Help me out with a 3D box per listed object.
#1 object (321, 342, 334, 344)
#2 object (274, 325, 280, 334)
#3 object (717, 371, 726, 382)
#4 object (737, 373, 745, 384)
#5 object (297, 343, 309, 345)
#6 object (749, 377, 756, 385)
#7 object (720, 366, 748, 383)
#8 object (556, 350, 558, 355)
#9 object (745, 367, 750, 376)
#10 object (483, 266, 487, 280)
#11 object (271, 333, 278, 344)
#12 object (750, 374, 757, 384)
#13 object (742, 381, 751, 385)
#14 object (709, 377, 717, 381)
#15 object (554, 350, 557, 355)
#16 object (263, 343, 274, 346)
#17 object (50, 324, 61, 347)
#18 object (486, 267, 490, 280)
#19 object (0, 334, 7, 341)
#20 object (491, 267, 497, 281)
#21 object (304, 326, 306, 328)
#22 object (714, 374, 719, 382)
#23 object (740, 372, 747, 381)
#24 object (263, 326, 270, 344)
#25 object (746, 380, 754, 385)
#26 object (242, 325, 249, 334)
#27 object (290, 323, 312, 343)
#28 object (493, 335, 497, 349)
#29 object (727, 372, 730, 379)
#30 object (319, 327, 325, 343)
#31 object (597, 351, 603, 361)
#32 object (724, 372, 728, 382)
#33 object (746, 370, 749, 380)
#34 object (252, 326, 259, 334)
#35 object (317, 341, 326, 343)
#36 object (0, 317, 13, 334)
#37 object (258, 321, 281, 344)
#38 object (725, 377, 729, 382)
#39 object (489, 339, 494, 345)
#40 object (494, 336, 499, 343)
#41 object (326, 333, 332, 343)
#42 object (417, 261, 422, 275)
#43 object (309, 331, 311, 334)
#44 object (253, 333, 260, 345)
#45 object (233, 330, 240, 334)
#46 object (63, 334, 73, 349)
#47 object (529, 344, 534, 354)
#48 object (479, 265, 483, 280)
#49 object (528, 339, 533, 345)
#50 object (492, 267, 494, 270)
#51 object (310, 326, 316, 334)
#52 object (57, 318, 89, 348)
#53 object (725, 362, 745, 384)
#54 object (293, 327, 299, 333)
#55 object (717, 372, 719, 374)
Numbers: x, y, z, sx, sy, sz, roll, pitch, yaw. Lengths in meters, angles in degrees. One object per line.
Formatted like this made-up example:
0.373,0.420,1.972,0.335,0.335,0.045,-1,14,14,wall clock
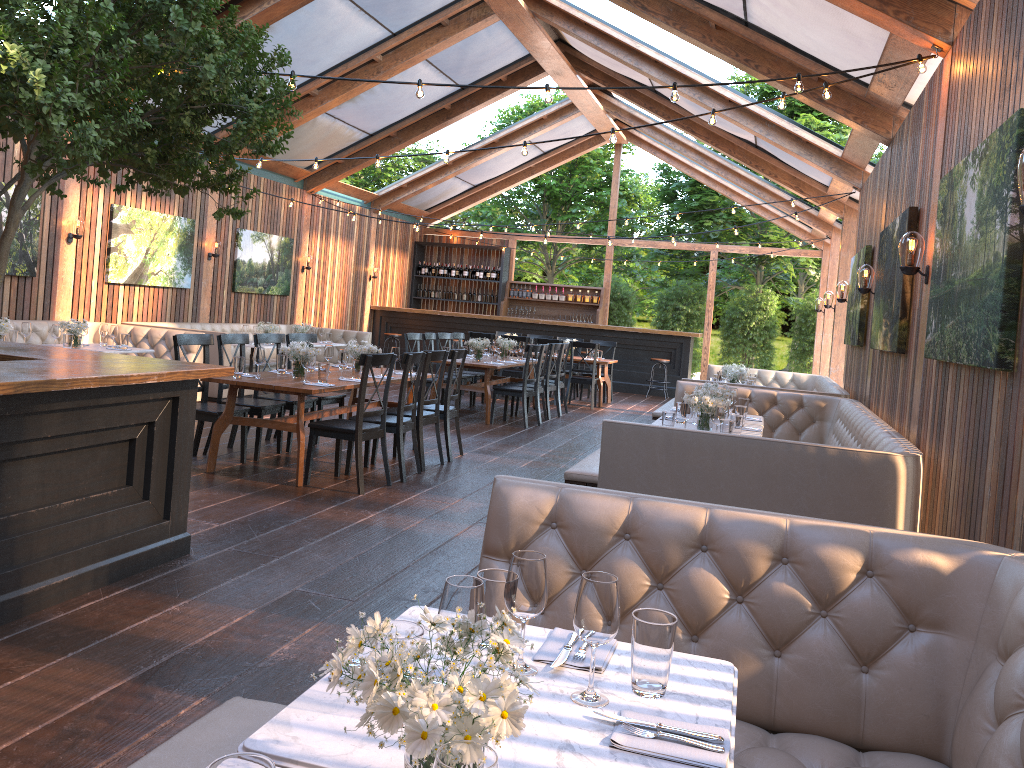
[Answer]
-2.850,-0.628,13.579,0.255,0.019,0.157,6,5,17,object
-3.432,-0.731,12.894,0.092,0.244,0.092,4,2,-31,object
2.443,-0.030,10.331,0.092,0.244,0.092,4,2,-26,object
2.629,-0.002,10.178,0.092,0.244,0.092,4,2,-26,object
-3.071,-0.582,12.814,0.255,0.019,0.157,6,5,17,object
3.033,-0.009,11.185,0.092,0.158,0.092,5,2,3,object
2.664,-0.069,10.630,0.330,0.309,0.336,7,4,38,object
0.764,-0.607,14.873,0.092,0.244,0.092,4,2,-31,object
3.156,-0.103,11.912,0.092,0.244,0.092,4,2,-31,object
-0.602,-2.522,20.152,0.077,0.309,0.077,5,1,-5,object
-3.292,-0.622,12.240,0.092,0.158,0.092,5,2,3,object
3.254,-0.055,11.950,0.092,0.158,0.092,5,2,3,object
2.663,0.053,10.076,0.092,0.158,0.092,5,2,3,object
2.337,0.007,10.294,0.092,0.158,0.092,5,2,3,object
0.716,-0.575,14.965,0.092,0.158,0.091,6,3,43,object
-3.296,-0.539,12.074,0.255,0.019,0.157,6,5,17,object
-4.436,-0.455,8.597,0.092,0.244,0.092,4,2,-26,object
-0.532,-2.512,20.098,0.078,0.312,0.078,5,1,11,object
-4.563,-0.364,7.896,0.092,0.158,0.092,5,2,3,object
-0.410,-2.503,20.104,0.136,0.315,0.136,5,2,23,object
-3.221,-0.774,13.614,0.092,0.244,0.092,4,2,-31,object
2.563,-0.038,11.062,0.092,0.158,0.092,5,2,3,object
2.709,-0.014,10.407,0.092,0.244,0.092,4,2,-26,object
-3.391,-0.670,12.201,0.092,0.244,0.092,4,2,-26,object
2.808,0.034,10.445,0.092,0.158,0.092,5,2,3,object
-3.657,-0.686,12.126,0.092,0.244,0.092,4,2,-26,object
-3.182,-0.781,13.342,0.328,0.309,0.337,4,3,-9,object
-0.303,-0.721,15.180,0.092,0.244,0.092,4,2,-31,object
2.880,-0.118,11.820,0.092,0.244,0.092,4,2,-31,object
-2.945,-0.759,13.706,0.092,0.244,0.092,4,2,-31,object
1.402,-0.454,14.186,0.092,0.158,0.091,6,3,43,object
2.668,-0.075,11.100,0.092,0.244,0.092,4,2,-31,object
2.934,-0.057,11.146,0.092,0.244,0.092,4,2,-31,object
-3.472,-0.658,11.973,0.092,0.244,0.092,4,2,-26,object
-2.988,-0.668,13.928,0.158,0.019,0.255,6,5,16,object
-4.715,-0.468,8.081,0.337,0.309,0.329,6,3,28,object
-3.431,-0.725,12.423,0.330,0.309,0.336,7,4,38,object
2.952,-0.095,12.130,0.092,0.158,0.092,5,2,3,object
-0.359,-0.692,15.293,0.092,0.158,0.091,6,3,43,object
-0.258,-0.684,14.783,0.092,0.244,0.092,4,2,-31,object
-2.846,-0.711,13.745,0.092,0.158,0.092,5,2,3,object
-2.158,-2.699,20.650,0.081,0.324,0.171,5,2,1,object
-3.149,-0.751,13.924,0.092,0.158,0.092,5,2,3,object
-3.438,-0.603,11.871,0.092,0.158,0.092,5,2,3,object
-3.763,-0.649,12.089,0.092,0.158,0.092,5,2,3,object
-4.338,-0.407,8.636,0.092,0.158,0.092,5,2,3,object
0.324,-0.570,14.506,0.092,0.158,0.091,6,3,43,object
-0.697,-2.542,20.162,0.087,0.334,0.087,5,1,-4,object
0.304,-0.623,14.609,0.092,0.244,0.092,4,2,-31,object
-0.440,-2.516,20.242,0.077,0.309,0.077,5,1,-5,object
-3.107,-0.782,13.821,0.092,0.244,0.092,4,2,-31,object
-4.446,-0.522,9.002,0.337,0.309,0.329,7,4,33,object
2.913,-0.125,11.549,0.328,0.309,0.337,4,3,-9,object
-3.166,-0.713,12.941,0.092,0.244,0.092,4,2,-31,object
2.774,-0.081,11.783,0.092,0.158,0.092,5,2,3,object
